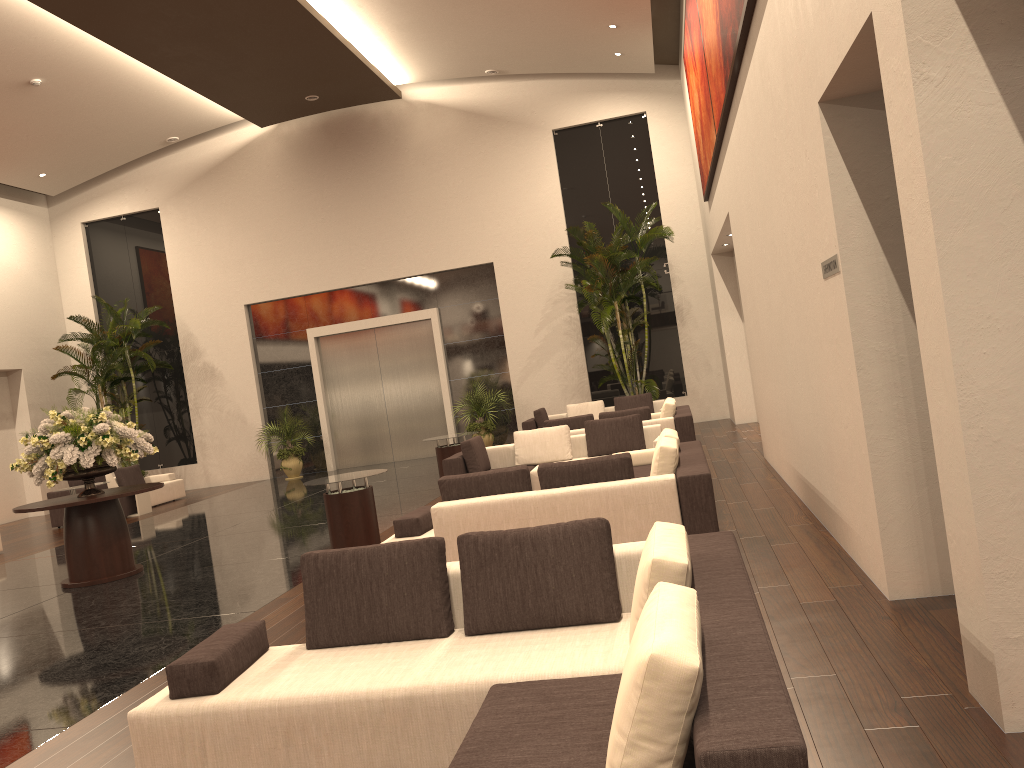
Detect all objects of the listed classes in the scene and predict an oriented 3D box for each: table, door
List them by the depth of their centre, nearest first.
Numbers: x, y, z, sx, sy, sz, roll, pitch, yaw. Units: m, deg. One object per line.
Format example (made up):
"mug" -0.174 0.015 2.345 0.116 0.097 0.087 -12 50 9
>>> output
"table" -1.588 1.311 8.785 0.833 0.795 0.844 -9 1 -29
"table" -4.560 1.677 9.742 1.498 0.921 1.498 -8 1 1
"table" -0.849 1.159 13.041 0.833 0.795 0.844 -9 1 -29
"table" -6.802 2.027 14.146 0.833 0.795 0.844 -9 1 -29
"table" -7.004 2.205 16.455 0.400 0.460 0.400 -8 1 10
"door" -2.872 0.249 19.960 2.767 3.048 0.040 -8 1 10

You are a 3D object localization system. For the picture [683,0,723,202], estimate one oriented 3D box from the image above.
"picture" 2.786 -4.335 13.167 0.070 2.526 4.515 -8 1 10

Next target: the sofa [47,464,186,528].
"sofa" -7.535 2.070 17.343 1.291 0.862 2.846 -8 1 10

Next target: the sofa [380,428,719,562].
"sofa" 0.462 0.983 8.041 2.586 0.862 3.366 -8 1 10

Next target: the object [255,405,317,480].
"object" -4.911 1.248 19.532 1.297 1.682 1.373 -8 1 43

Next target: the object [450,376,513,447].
"object" -0.704 0.635 18.697 1.373 1.682 1.297 -9 1 -42

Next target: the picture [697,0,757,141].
"picture" 1.984 -4.172 8.720 0.070 2.526 4.515 -8 1 10

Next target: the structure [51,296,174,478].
"structure" -8.657 0.318 19.749 2.436 4.611 2.531 -9 1 -18

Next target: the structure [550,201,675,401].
"structure" 2.245 -1.269 17.581 2.436 4.611 2.531 -9 1 -18

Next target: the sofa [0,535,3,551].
"sofa" -8.455 2.257 12.238 1.291 0.862 2.846 -8 1 10

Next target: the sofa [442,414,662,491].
"sofa" 0.645 0.930 10.668 2.846 0.862 1.291 -8 1 10

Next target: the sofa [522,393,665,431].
"sofa" 1.650 0.725 16.248 2.846 0.862 1.291 -8 1 10

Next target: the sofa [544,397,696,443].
"sofa" 1.468 0.779 13.620 2.586 0.862 3.366 -8 1 10

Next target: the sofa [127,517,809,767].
"sofa" -0.468 1.174 2.776 2.586 0.862 3.366 -8 1 10

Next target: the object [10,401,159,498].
"object" -4.681 0.676 9.725 1.453 1.097 1.402 -9 1 -34
